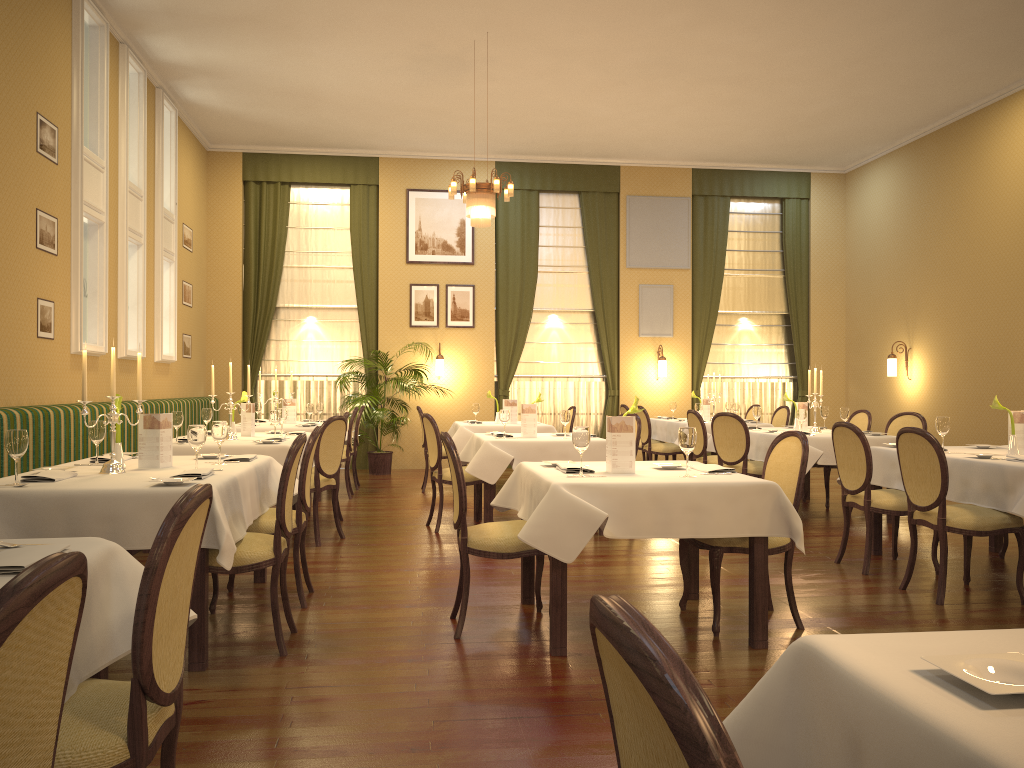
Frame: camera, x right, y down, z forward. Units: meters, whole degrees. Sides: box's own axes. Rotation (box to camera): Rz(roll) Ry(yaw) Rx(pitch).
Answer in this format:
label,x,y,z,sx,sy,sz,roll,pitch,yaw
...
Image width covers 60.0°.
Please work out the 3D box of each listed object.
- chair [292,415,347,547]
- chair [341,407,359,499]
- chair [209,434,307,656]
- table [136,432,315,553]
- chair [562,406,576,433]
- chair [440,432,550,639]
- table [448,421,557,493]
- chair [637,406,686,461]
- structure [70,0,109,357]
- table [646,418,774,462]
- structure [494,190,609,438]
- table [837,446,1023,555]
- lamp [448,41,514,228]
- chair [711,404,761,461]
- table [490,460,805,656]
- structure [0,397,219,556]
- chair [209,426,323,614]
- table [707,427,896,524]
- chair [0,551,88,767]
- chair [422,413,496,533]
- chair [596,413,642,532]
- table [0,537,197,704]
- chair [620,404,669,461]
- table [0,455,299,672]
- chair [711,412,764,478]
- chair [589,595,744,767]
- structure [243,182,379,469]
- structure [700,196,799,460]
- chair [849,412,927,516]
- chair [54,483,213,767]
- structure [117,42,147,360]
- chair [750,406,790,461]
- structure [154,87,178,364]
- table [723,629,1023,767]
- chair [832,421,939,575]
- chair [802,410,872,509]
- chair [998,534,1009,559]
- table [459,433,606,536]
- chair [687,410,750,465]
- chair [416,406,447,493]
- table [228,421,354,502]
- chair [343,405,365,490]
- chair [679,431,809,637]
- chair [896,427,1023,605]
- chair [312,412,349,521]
label,x,y,z,sx,sy,sz,roll,pitch,yaw
chair,-1.562,0.713,6.713,0.571,0.955,0.530,0,0,18
chair,-1.908,0.720,9.361,0.571,0.955,0.530,0,0,-7
chair,-1.222,0.705,4.002,0.571,0.955,0.530,0,0,-7
table,-2.153,0.808,7.139,1.385,0.759,2.152,0,0,-7
chair,0.442,0.730,10.144,0.571,0.955,0.530,0,0,-7
chair,-0.067,0.709,4.344,0.571,0.955,0.530,0,0,-7
table,-0.098,0.823,10.120,1.389,0.759,1.395,0,0,-6
chair,1.781,0.735,10.629,0.571,0.955,0.530,0,0,-7
structure,-3.620,-1.736,7.504,0.200,2.985,0.687,0,0,-7
table,2.441,0.834,11.122,1.385,0.759,2.152,0,0,-7
structure,0.647,-1.041,13.003,1.900,4.511,0.134,0,0,-7
table,3.161,0.818,5.503,1.385,0.759,2.152,0,0,-7
lamp,-0.293,-2.396,8.401,0.593,1.796,0.593,0,0,-10
chair,2.922,0.741,11.502,0.571,0.955,0.530,0,0,-7
table,0.632,0.807,4.428,1.389,0.759,1.395,0,0,-6
structure,-2.893,0.669,5.042,0.850,1.031,14.516,0,0,-7
chair,-1.326,0.707,4.831,0.571,0.955,0.530,0,0,-7
table,2.781,0.826,8.469,1.385,0.759,2.152,0,0,-7
chair,-0.848,0.696,1.082,0.571,0.955,0.530,0,0,-7
chair,-0.457,0.718,7.369,0.571,0.955,0.530,0,0,-17
chair,0.783,0.722,7.498,0.571,0.955,0.530,0,0,-27
table,-1.435,0.791,1.538,1.385,0.759,2.152,0,0,-7
chair,1.683,0.737,11.395,0.571,0.955,0.530,0,0,-7
table,-1.809,0.800,4.457,1.385,0.759,2.152,0,0,-7
chair,2.108,0.727,7.997,0.571,0.955,0.530,0,0,-32
chair,0.371,0.699,0.931,0.571,0.955,0.530,0,0,-7
structure,-2.827,-1.052,12.563,1.942,4.511,0.123,0,0,-7
structure,3.541,-1.031,13.374,1.898,4.511,0.137,0,0,-7
chair,3.415,0.731,8.003,0.571,0.955,0.530,0,0,-27
chair,-0.952,0.698,1.911,0.571,0.955,0.530,0,0,-7
structure,-3.772,-1.733,8.690,0.200,2.985,0.661,0,0,-7
chair,3.029,0.739,10.666,0.571,0.955,0.530,0,0,-7
structure,-3.933,-1.729,9.949,0.200,2.985,0.670,0,0,-7
table,1.069,0.797,1.015,1.389,0.759,1.395,0,0,-6
chair,2.403,0.721,5.777,0.571,0.955,0.530,0,0,-7
chair,3.261,0.734,8.850,0.571,0.955,0.530,0,0,-7
chair,3.641,0.725,5.884,0.571,0.955,0.530,0,0,-7
table,0.245,0.816,7.444,1.389,0.759,1.395,0,0,-6
chair,2.023,0.730,8.744,0.571,0.955,0.530,0,0,-7
chair,-0.796,0.726,10.037,0.571,0.955,0.530,0,0,-7
table,-2.496,0.815,9.817,1.385,0.759,2.152,0,0,-7
chair,-1.982,0.723,10.201,0.571,0.955,0.530,0,0,-7
chair,1.172,0.713,4.451,0.571,0.955,0.530,0,0,-7
chair,2.501,0.719,5.011,0.571,0.955,0.530,0,0,-7
chair,-1.671,0.715,7.520,0.571,0.955,0.530,0,0,-7
